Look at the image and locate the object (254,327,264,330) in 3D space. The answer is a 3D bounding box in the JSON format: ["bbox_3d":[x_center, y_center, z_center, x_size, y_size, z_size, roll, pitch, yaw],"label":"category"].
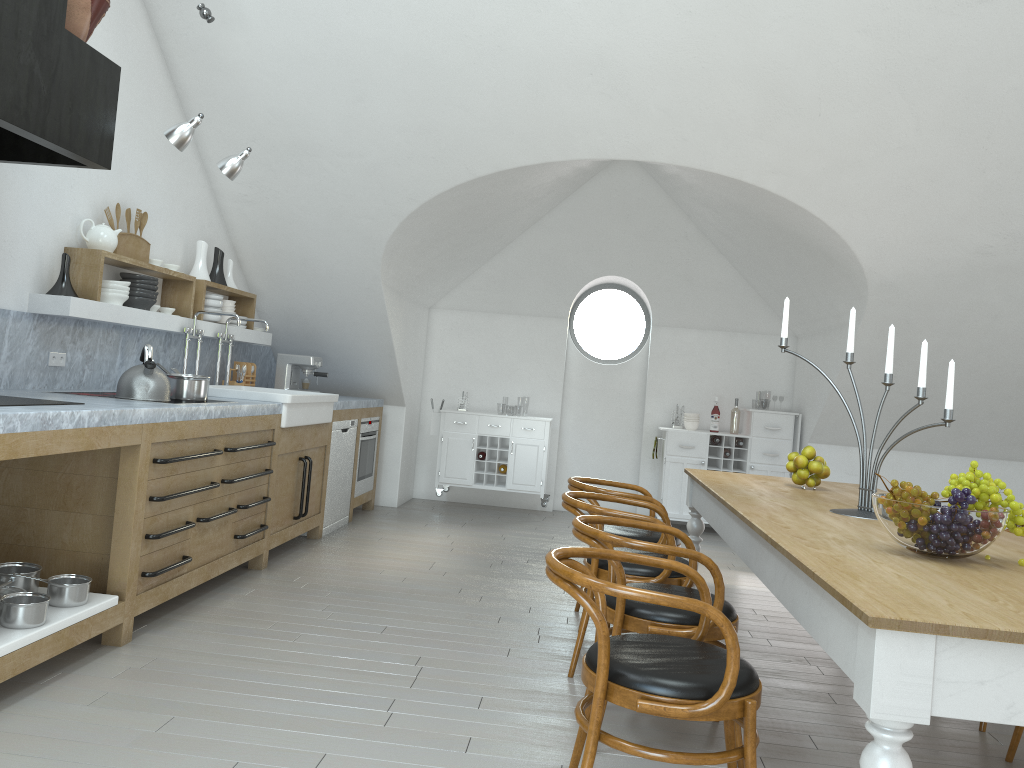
[{"bbox_3d":[-2.008,-0.421,6.803,0.213,0.025,0.213,5,0,-7],"label":"object"}]

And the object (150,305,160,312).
[{"bbox_3d":[-2.150,-0.447,5.283,0.098,0.049,0.098,5,0,3],"label":"object"}]

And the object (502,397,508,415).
[{"bbox_3d":[-0.065,0.204,8.185,0.048,0.169,0.048,5,-2,-7],"label":"object"}]

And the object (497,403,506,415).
[{"bbox_3d":[-0.101,0.233,8.110,0.082,0.105,0.081,5,-1,18],"label":"object"}]

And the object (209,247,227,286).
[{"bbox_3d":[-2.038,-0.812,6.141,0.156,0.268,0.156,5,-1,9],"label":"object"}]

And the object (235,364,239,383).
[{"bbox_3d":[-2.019,-0.048,6.502,0.042,0.192,0.040,3,-2,43],"label":"object"}]

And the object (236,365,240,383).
[{"bbox_3d":[-2.003,-0.043,6.480,0.019,0.196,0.022,5,-2,-7],"label":"object"}]

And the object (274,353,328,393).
[{"bbox_3d":[-1.658,-0.066,7.105,0.387,0.320,0.324,5,-1,5],"label":"object"}]

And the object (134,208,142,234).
[{"bbox_3d":[-2.143,-0.847,5.041,0.019,0.299,0.057,5,-2,5],"label":"object"}]

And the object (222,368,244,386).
[{"bbox_3d":[-2.026,-0.030,6.453,0.100,0.171,0.173,5,-1,7],"label":"object"}]

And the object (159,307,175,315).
[{"bbox_3d":[-2.133,-0.445,5.474,0.098,0.049,0.098,5,0,3],"label":"object"}]

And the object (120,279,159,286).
[{"bbox_3d":[-2.139,-0.558,5.080,0.206,0.084,0.205,5,0,33],"label":"object"}]

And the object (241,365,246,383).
[{"bbox_3d":[-1.971,-0.043,6.497,0.042,0.192,0.040,3,-2,42],"label":"object"}]

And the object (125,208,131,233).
[{"bbox_3d":[-2.165,-0.849,5.008,0.040,0.299,0.061,5,-2,3],"label":"object"}]

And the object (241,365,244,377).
[{"bbox_3d":[-1.990,-0.042,6.498,0.023,0.196,0.018,5,-2,0],"label":"object"}]

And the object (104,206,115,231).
[{"bbox_3d":[-2.178,-0.834,4.852,0.016,0.259,0.199,4,-1,15],"label":"object"}]

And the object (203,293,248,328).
[{"bbox_3d":[-2.042,-0.506,6.212,0.198,0.196,0.656,5,0,5],"label":"object"}]

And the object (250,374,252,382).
[{"bbox_3d":[-1.983,-0.041,6.721,0.020,0.196,0.018,4,-2,27],"label":"object"}]

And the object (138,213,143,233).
[{"bbox_3d":[-2.154,-0.847,5.143,0.030,0.294,0.057,5,-2,5],"label":"object"}]

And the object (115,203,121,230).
[{"bbox_3d":[-2.176,-0.851,4.890,0.027,0.299,0.055,5,-2,5],"label":"object"}]

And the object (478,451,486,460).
[{"bbox_3d":[-0.269,0.656,8.104,0.082,0.085,0.317,5,0,6],"label":"object"}]

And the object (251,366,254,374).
[{"bbox_3d":[-1.975,-0.043,6.706,0.040,0.192,0.042,6,-2,-35],"label":"object"}]

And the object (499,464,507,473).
[{"bbox_3d":[-0.077,0.776,8.120,0.082,0.083,0.316,5,0,5],"label":"object"}]

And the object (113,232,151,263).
[{"bbox_3d":[-2.162,-0.770,5.004,0.084,0.158,0.353,5,0,5],"label":"object"}]

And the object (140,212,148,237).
[{"bbox_3d":[-2.140,-0.846,5.104,0.039,0.298,0.067,5,-2,5],"label":"object"}]

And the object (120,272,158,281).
[{"bbox_3d":[-2.139,-0.586,5.080,0.205,0.080,0.205,5,0,8],"label":"object"}]

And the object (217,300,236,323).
[{"bbox_3d":[-2.018,-0.506,6.211,0.154,0.160,0.157,4,-1,33],"label":"object"}]

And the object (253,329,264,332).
[{"bbox_3d":[-2.009,-0.412,6.803,0.213,0.025,0.213,5,0,-7],"label":"object"}]

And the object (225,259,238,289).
[{"bbox_3d":[-2.030,-0.786,6.365,0.156,0.218,0.156,5,-1,-14],"label":"object"}]

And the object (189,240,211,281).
[{"bbox_3d":[-2.064,-0.814,5.879,0.156,0.268,0.156,5,-1,-6],"label":"object"}]

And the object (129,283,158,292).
[{"bbox_3d":[-2.138,-0.533,5.076,0.205,0.072,0.205,5,0,-7],"label":"object"}]

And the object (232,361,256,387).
[{"bbox_3d":[-2.015,-0.055,6.676,0.104,0.223,0.200,5,-1,5],"label":"object"}]

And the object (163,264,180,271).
[{"bbox_3d":[-2.110,-0.713,5.489,0.098,0.049,0.098,5,0,3],"label":"object"}]

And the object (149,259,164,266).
[{"bbox_3d":[-2.128,-0.715,5.276,0.098,0.049,0.098,5,0,3],"label":"object"}]

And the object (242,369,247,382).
[{"bbox_3d":[-1.978,-0.032,6.510,0.044,0.179,0.019,5,-2,-10],"label":"object"}]

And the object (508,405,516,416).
[{"bbox_3d":[-0.008,0.247,8.230,0.094,0.093,0.093,5,-1,-7],"label":"object"}]

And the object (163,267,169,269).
[{"bbox_3d":[-2.130,-0.691,5.275,0.164,0.012,0.163,5,0,23],"label":"object"}]

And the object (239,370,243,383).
[{"bbox_3d":[-1.985,-0.032,6.472,0.019,0.179,0.044,6,-2,-30],"label":"object"}]

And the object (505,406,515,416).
[{"bbox_3d":[-0.021,0.250,8.139,0.077,0.085,0.077,5,-1,-7],"label":"object"}]

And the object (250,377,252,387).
[{"bbox_3d":[-1.986,-0.041,6.731,0.019,0.196,0.022,5,-2,6],"label":"object"}]

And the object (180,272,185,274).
[{"bbox_3d":[-2.112,-0.689,5.489,0.164,0.012,0.163,5,0,23],"label":"object"}]

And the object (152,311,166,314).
[{"bbox_3d":[-2.152,-0.424,5.282,0.164,0.012,0.163,5,0,23],"label":"object"}]

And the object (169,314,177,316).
[{"bbox_3d":[-2.135,-0.422,5.473,0.164,0.012,0.163,5,0,23],"label":"object"}]
